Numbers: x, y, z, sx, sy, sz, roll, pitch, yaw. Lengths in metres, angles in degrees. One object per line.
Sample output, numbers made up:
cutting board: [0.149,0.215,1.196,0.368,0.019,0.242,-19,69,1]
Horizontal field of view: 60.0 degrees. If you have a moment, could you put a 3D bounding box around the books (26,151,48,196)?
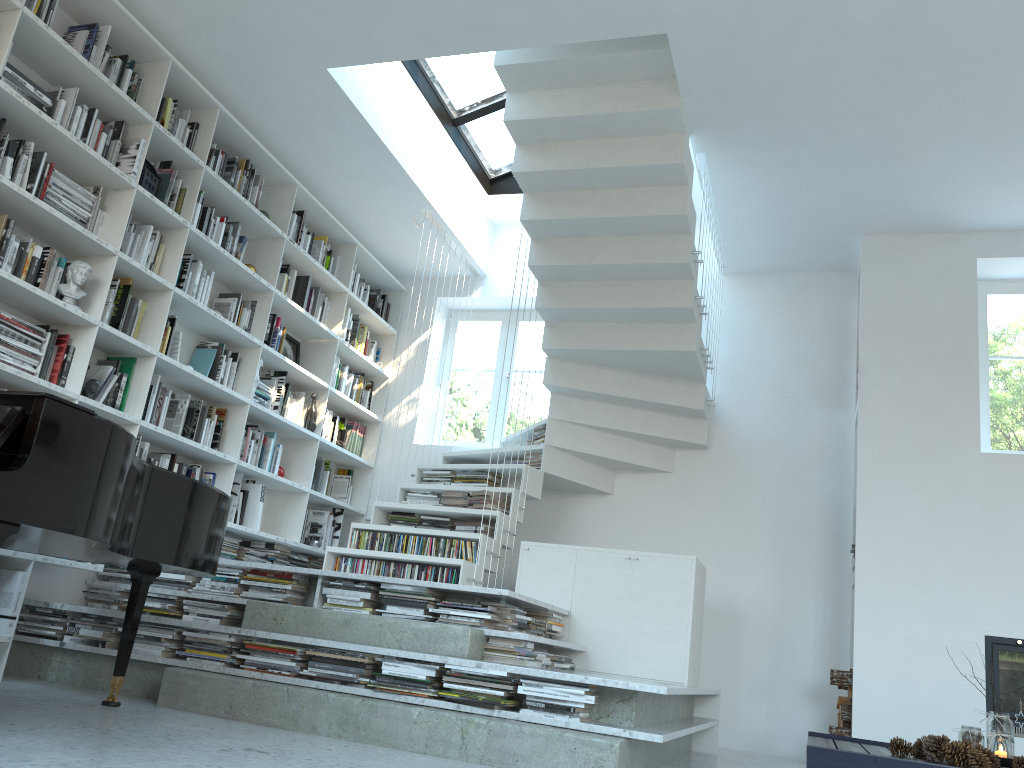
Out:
books: [-2.217,-0.924,4.012,0.191,0.268,0.021,2,-17,19]

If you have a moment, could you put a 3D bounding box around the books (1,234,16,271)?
books: [-2.282,-0.554,3.891,0.175,0.216,0.024,2,-17,19]

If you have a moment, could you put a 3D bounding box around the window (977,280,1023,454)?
window: [3.390,-0.078,5.355,1.117,1.222,0.073,2,-17,19]

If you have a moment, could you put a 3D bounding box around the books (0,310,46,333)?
books: [-2.259,-0.282,3.987,0.161,0.012,0.255,0,-18,23]

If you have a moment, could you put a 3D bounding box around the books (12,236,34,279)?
books: [-2.253,-0.543,3.988,0.161,0.258,0.014,2,-17,19]

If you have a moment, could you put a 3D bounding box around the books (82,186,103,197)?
books: [-2.115,-0.827,4.369,0.139,0.318,0.012,2,-17,19]

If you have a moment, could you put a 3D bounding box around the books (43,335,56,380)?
books: [-2.223,-0.109,4.129,0.162,0.255,0.013,2,-17,19]

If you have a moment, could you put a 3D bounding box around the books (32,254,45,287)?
books: [-2.226,-0.496,4.030,0.178,0.200,0.029,2,-17,19]

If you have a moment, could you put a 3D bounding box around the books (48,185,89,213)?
books: [-2.164,-0.873,4.213,0.161,0.012,0.255,3,-18,16]

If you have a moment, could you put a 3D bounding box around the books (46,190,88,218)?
books: [-2.171,-0.851,4.207,0.161,0.012,0.255,1,-18,20]

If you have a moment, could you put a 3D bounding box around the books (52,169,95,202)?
books: [-2.150,-0.944,4.232,0.159,0.012,0.286,3,-17,14]

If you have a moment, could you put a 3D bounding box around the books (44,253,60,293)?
books: [-2.205,-0.490,4.142,0.126,0.258,0.024,2,-17,19]

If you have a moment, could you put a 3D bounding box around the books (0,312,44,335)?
books: [-2.263,-0.271,3.985,0.161,0.012,0.255,3,-18,16]

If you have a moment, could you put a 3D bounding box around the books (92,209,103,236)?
books: [-2.114,-0.764,4.370,0.172,0.198,0.030,2,-17,19]

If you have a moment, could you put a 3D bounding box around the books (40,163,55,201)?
books: [-2.197,-0.895,4.057,0.176,0.246,0.013,2,-17,19]

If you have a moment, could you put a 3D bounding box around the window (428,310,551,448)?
window: [-0.075,-0.023,7.052,1.117,1.222,0.042,2,-17,19]

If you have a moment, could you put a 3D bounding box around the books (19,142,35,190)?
books: [-2.240,-0.946,3.988,0.162,0.290,0.049,2,-17,19]

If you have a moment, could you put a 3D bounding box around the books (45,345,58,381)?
books: [-2.217,-0.078,4.161,0.132,0.216,0.021,2,-17,19]

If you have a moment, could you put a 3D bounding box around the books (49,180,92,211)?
books: [-2.166,-0.897,4.221,0.159,0.012,0.286,2,-18,18]

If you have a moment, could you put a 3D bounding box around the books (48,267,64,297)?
books: [-2.197,-0.453,4.160,0.149,0.201,0.035,2,-17,19]

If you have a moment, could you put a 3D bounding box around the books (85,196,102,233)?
books: [-2.108,-0.800,4.343,0.161,0.253,0.012,2,-17,19]

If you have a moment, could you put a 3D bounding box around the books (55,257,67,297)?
books: [-2.194,-0.475,4.193,0.135,0.262,0.014,2,-17,19]

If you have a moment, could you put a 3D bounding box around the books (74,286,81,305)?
books: [-2.150,-0.446,4.275,0.154,0.265,0.014,2,-17,19]

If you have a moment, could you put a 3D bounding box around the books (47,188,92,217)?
books: [-2.166,-0.862,4.209,0.159,0.012,0.286,1,-18,22]

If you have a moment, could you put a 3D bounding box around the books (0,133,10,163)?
books: [-2.284,-0.972,3.848,0.172,0.249,0.014,2,-17,19]

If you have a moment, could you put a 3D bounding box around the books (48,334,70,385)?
books: [-2.192,-0.102,4.178,0.186,0.278,0.011,2,-17,19]

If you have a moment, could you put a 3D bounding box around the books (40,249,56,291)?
books: [-2.209,-0.504,4.098,0.150,0.258,0.025,2,-17,19]

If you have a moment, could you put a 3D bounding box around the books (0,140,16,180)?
books: [-2.264,-0.949,3.891,0.153,0.236,0.067,2,-17,19]

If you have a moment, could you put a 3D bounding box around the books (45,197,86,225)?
books: [-2.174,-0.816,4.197,0.161,0.012,0.255,1,-18,21]

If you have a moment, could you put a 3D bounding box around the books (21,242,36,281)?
books: [-2.247,-0.528,3.994,0.175,0.233,0.010,2,-17,19]

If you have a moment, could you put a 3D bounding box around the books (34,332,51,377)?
books: [-2.226,-0.119,4.094,0.161,0.253,0.012,2,-17,19]

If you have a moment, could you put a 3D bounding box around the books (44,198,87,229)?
books: [-2.173,-0.805,4.193,0.159,0.012,0.286,3,-18,16]

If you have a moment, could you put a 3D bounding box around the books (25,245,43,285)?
books: [-2.231,-0.517,4.006,0.185,0.223,0.029,2,-17,19]

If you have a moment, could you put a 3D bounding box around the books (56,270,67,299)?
books: [-2.189,-0.444,4.195,0.145,0.205,0.012,2,-17,19]

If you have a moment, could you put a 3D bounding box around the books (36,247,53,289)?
books: [-2.207,-0.511,4.051,0.186,0.244,0.012,2,-17,19]

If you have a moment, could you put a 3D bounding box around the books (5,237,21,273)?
books: [-2.275,-0.545,3.916,0.168,0.214,0.030,2,-17,19]

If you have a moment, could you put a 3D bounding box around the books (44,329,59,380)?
books: [-2.217,-0.120,4.144,0.152,0.287,0.011,2,-17,19]

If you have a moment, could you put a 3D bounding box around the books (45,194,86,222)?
books: [-2.172,-0.828,4.200,0.161,0.012,0.255,2,-18,17]

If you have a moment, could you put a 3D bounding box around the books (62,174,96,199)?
books: [-2.155,-0.956,4.237,0.159,0.012,0.286,1,-18,21]

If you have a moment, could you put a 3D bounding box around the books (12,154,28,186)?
books: [-2.251,-0.919,3.951,0.148,0.216,0.024,2,-17,19]

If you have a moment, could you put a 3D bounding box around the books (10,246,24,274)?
books: [-2.275,-0.525,3.954,0.145,0.198,0.050,2,-17,19]

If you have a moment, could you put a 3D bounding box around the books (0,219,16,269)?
books: [-2.277,-0.590,3.860,0.190,0.267,0.028,2,-17,19]

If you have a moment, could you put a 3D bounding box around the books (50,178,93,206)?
books: [-2.156,-0.908,4.222,0.161,0.012,0.255,0,-18,24]

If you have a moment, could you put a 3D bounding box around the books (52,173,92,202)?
books: [-2.162,-0.933,4.232,0.161,0.012,0.255,2,-18,19]

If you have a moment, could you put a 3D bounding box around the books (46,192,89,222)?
books: [-2.173,-0.839,4.204,0.159,0.012,0.286,1,-18,20]

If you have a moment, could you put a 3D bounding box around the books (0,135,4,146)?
books: [-2.293,-0.969,3.835,0.147,0.232,0.014,2,-17,19]

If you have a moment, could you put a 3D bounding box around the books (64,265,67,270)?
books: [-2.195,-0.456,4.219,0.103,0.241,0.021,2,-17,19]

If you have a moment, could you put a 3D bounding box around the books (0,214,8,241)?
books: [-2.296,-0.604,3.849,0.176,0.283,0.013,2,-17,19]

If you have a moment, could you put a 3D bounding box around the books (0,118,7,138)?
books: [-2.293,-1.008,3.822,0.179,0.299,0.011,2,-17,19]

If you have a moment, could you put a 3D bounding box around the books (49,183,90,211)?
books: [-2.165,-0.885,4.217,0.161,0.012,0.255,1,-18,21]

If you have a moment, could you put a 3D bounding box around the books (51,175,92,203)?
books: [-2.160,-0.921,4.227,0.161,0.012,0.255,1,-18,21]

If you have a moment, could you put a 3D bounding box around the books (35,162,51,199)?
books: [-2.213,-0.899,4.049,0.183,0.244,0.015,2,-17,19]

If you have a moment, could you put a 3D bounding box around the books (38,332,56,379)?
books: [-2.219,-0.118,4.105,0.184,0.260,0.012,2,-17,19]

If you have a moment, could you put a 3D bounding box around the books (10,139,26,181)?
books: [-2.260,-0.959,3.942,0.130,0.284,0.022,2,-17,19]

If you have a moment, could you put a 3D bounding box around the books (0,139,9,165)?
books: [-2.281,-0.963,3.858,0.147,0.239,0.011,2,-17,19]

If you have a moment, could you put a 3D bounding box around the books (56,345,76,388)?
books: [-2.179,-0.071,4.188,0.199,0.228,0.034,2,-17,19]

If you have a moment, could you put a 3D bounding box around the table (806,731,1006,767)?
table: [1.785,1.558,3.379,1.257,0.217,1.274,2,-18,19]

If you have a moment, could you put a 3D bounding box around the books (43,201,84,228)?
books: [-2.179,-0.793,4.191,0.161,0.012,0.255,2,-18,18]

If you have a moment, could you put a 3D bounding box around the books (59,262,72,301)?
books: [-2.170,-0.457,4.237,0.130,0.259,0.025,2,-17,19]
